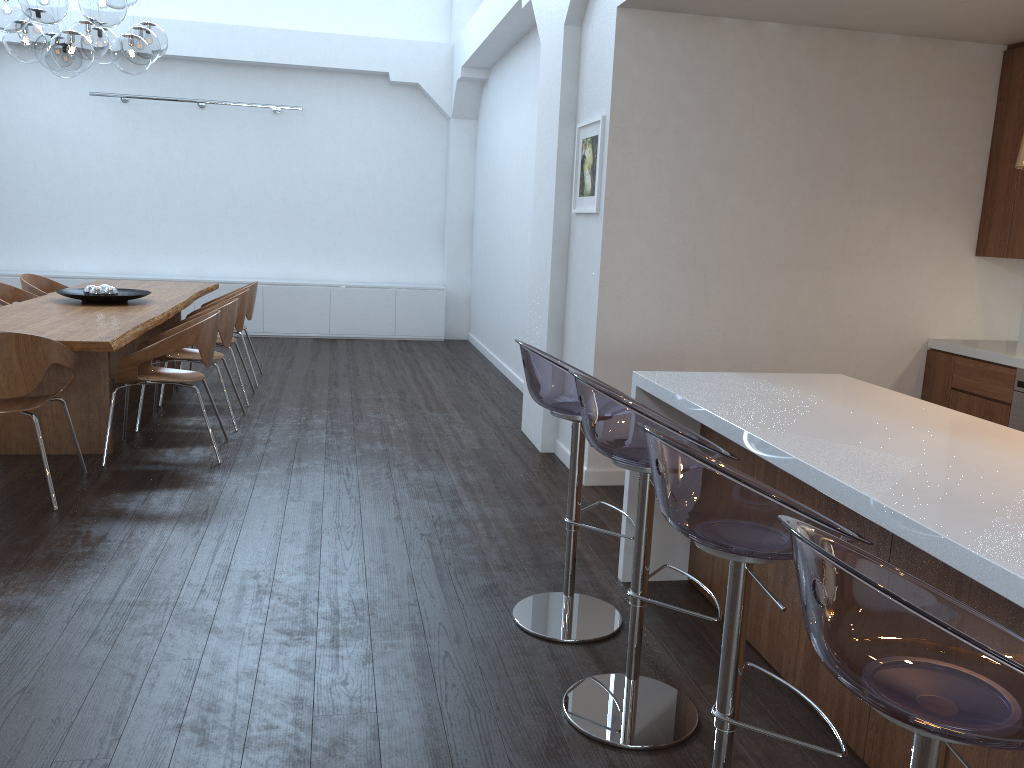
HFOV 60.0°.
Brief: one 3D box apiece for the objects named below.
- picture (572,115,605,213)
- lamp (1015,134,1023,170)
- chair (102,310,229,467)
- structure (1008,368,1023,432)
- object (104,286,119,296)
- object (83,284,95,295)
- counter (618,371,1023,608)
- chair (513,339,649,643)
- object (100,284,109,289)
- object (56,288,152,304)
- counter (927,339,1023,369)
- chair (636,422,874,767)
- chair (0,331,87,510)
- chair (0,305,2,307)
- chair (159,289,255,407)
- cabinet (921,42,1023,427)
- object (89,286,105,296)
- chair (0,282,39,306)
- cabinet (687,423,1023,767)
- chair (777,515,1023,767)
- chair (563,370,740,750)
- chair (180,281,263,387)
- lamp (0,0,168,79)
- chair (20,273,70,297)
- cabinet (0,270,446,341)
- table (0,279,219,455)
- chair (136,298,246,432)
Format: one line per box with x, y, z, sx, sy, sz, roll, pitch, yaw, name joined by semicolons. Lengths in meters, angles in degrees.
0.419;-1.204;4.921;0.018;0.500;0.500;1;11;-11;picture
0.698;-1.223;0.799;0.149;1.807;2.842;8;12;27;lamp
-1.970;-0.011;5.085;0.618;0.833;0.629;0;11;-13;chair
2.594;0.335;4.259;0.041;0.736;0.594;1;11;-11;structure
-2.733;-0.617;6.038;0.100;0.100;0.100;10;12;33;object
-2.856;-0.626;6.023;0.100;0.100;0.100;10;12;33;object
0.126;0.490;2.818;3.039;0.860;8.182;-6;14;-40;counter
0.227;0.354;3.146;0.481;1.014;0.530;1;10;-9;chair
-2.805;-0.637;6.109;0.100;0.100;0.100;10;12;33;object
-2.768;-0.594;6.028;0.592;0.066;0.592;10;13;36;object
3.128;0.172;3.096;0.600;0.050;4.387;1;11;-11;counter
0.480;0.590;1.924;0.481;1.014;0.530;0;11;-13;chair
-2.419;0.122;4.243;0.629;0.833;0.618;0;11;-16;chair
-3.273;-0.167;5.601;0.618;0.833;0.629;1;10;-10;chair
-2.247;-0.296;6.577;0.618;0.833;0.629;1;11;-11;chair
3.235;-0.152;2.581;0.598;2.499;5.299;1;11;-11;cabinet
-2.784;-0.609;5.953;0.100;0.100;0.100;10;12;33;object
-3.438;-0.309;6.333;0.618;0.833;0.629;1;11;-11;chair
1.331;0.824;1.435;0.898;0.796;4.493;1;11;-11;cabinet
0.600;0.706;1.317;0.481;1.014;0.530;1;10;-9;chair
0.375;0.472;2.542;0.481;1.014;0.530;0;11;-13;chair
-2.393;-0.439;7.317;0.618;0.833;0.629;1;11;-11;chair
-2.590;-2.936;5.290;0.849;2.140;1.787;0;11;-12;lamp
-3.573;-0.453;7.088;0.618;0.833;0.629;1;11;-11;chair
-3.561;-0.887;10.042;5.580;0.626;0.478;1;11;-11;cabinet
-2.790;-0.194;6.106;1.012;0.750;3.803;1;11;-11;table
-2.101;-0.155;5.841;0.618;0.833;0.629;1;11;-11;chair
